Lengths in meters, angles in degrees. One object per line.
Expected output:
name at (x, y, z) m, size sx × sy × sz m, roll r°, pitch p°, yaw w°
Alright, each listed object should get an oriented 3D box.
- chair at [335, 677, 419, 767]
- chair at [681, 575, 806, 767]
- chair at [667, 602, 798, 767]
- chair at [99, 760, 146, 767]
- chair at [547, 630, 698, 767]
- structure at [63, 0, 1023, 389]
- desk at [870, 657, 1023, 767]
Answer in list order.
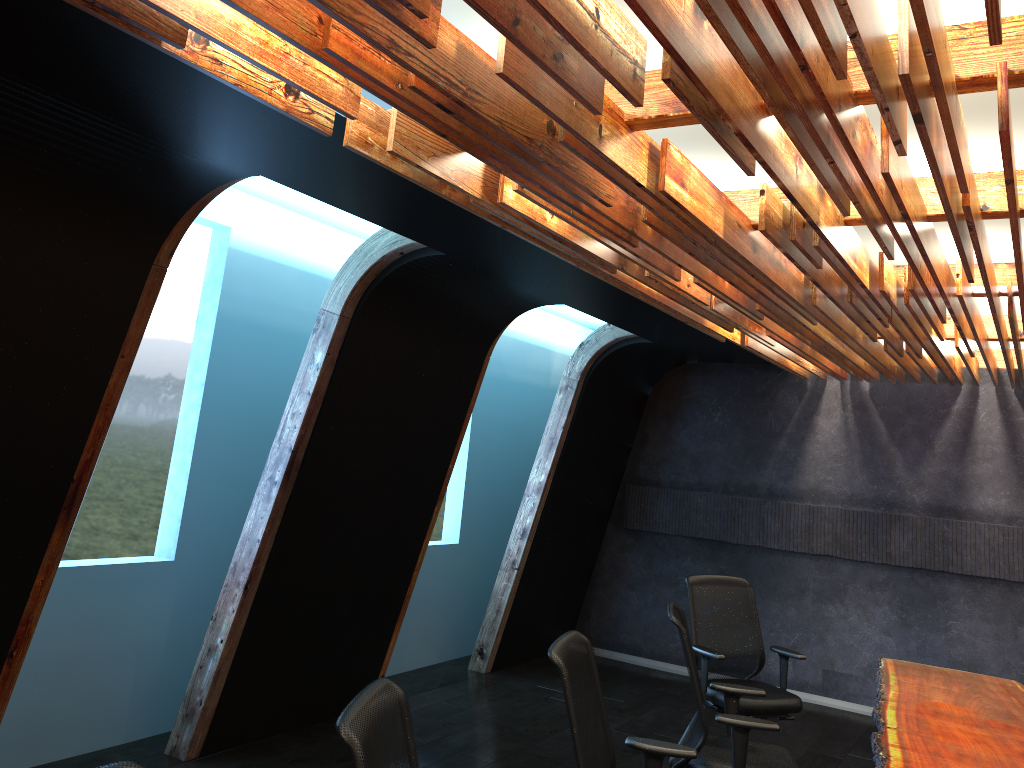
chair at (-0.098, 1.515, 2.284) m, size 0.797 × 1.265 × 0.795 m, roll 4°, pitch -10°, yaw 6°
chair at (1.553, 1.966, 5.787) m, size 0.810 × 1.265 × 0.782 m, roll 10°, pitch -11°, yaw -24°
chair at (1.152, 1.814, 4.417) m, size 0.797 × 1.265 × 0.794 m, roll 3°, pitch -11°, yaw 11°
chair at (-0.564, 1.394, 1.374) m, size 0.797 × 1.265 × 0.794 m, roll 3°, pitch -11°, yaw 16°
chair at (0.513, 1.658, 3.289) m, size 0.797 × 1.265 × 0.794 m, roll 3°, pitch -11°, yaw 16°
structure at (1.723, 0.651, 2.462) m, size 4.527 × 3.053 × 11.256 m, roll 1°, pitch -7°, yaw 31°
desk at (1.699, 1.931, 2.689) m, size 2.036 × 0.833 × 6.534 m, roll 2°, pitch -6°, yaw 31°
